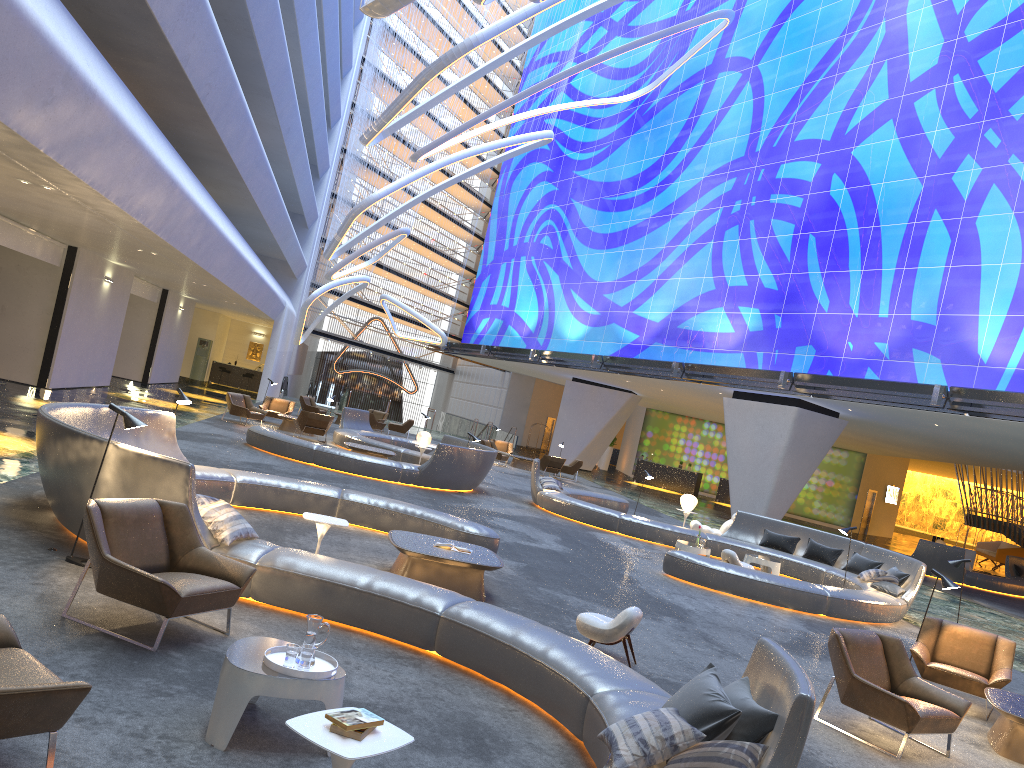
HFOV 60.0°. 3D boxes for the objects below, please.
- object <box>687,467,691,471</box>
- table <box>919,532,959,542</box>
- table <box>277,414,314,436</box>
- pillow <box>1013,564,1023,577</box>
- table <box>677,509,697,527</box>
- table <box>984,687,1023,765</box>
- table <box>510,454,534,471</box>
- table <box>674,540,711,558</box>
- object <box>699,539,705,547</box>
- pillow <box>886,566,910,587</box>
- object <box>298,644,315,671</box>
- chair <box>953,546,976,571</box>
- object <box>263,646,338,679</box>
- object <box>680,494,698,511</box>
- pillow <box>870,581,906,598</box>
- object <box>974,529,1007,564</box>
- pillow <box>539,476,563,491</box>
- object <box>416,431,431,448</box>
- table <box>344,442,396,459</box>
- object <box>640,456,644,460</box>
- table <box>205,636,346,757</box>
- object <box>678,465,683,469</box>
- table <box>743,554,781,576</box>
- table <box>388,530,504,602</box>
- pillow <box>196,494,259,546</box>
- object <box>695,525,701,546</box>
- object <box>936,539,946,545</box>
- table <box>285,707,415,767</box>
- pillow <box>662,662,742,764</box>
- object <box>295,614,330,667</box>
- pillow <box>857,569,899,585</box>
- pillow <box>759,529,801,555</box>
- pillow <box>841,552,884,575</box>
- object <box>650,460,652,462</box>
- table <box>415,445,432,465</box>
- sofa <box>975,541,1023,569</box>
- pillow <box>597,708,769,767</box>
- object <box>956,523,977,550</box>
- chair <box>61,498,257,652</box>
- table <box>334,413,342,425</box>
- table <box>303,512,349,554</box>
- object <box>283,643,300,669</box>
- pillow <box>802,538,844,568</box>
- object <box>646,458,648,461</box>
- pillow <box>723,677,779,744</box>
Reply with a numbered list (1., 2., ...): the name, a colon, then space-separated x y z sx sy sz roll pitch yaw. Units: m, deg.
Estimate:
1. object: 8.146 3.906 40.752 0.150 0.145 0.150 13 -1 23
2. table: 19.141 7.204 39.896 1.237 0.727 2.315 12 -2 37
3. table: -6.057 1.171 25.053 1.204 0.392 1.202 13 -2 -11
4. pillow: 16.166 5.938 28.056 0.771 0.369 0.294 14 -1 -31
5. table: 3.900 3.174 20.127 0.419 0.595 0.426 13 -1 -36
6. table: 4.758 3.105 7.744 1.199 0.392 1.207 12 -2 25
7. table: 0.461 2.872 32.044 1.204 0.392 1.202 13 -2 -10
8. table: 2.984 2.926 15.116 0.668 0.406 0.676 12 -2 42
9. object: 3.247 2.719 15.136 0.071 0.118 0.151 13 -1 0
10. pillow: 6.554 3.337 15.265 0.317 0.366 0.776 13 -1 6
11. object: -1.059 1.407 4.555 0.071 0.118 0.070 13 0 -43
12. chair: 14.215 5.645 28.110 0.726 0.882 1.161 12 -1 34
13. object: -1.097 1.445 4.607 0.382 0.038 0.380 13 -2 -19
14. object: 3.993 2.690 20.077 0.368 0.387 0.317 13 -1 -28
15. pillow: 6.073 3.307 14.294 0.443 0.207 0.445 12 -2 41
16. object: 21.877 7.372 40.519 1.205 1.664 0.476 13 0 -1
17. pillow: 0.834 2.218 19.862 0.692 0.262 0.877 13 -2 -2
18. object: -2.133 1.333 21.398 0.367 0.387 0.318 13 -1 -3
19. table: -3.268 1.657 20.176 1.204 0.392 1.202 13 -2 -10
20. object: 6.125 3.473 41.727 0.149 0.150 0.150 13 -1 24
21. table: -1.220 1.647 4.700 0.672 0.406 0.672 13 -1 -14
22. object: 7.775 3.826 40.900 0.150 0.145 0.150 13 -1 23
23. table: 4.362 3.257 15.667 0.672 0.406 0.672 13 -1 9
24. table: -0.740 1.897 9.250 1.204 0.392 1.202 13 -2 -10
25. pillow: -2.411 1.090 7.275 0.874 0.262 0.695 11 -2 42
26. object: 3.171 2.576 15.023 0.066 0.356 0.076 13 0 -43
27. object: 13.445 5.085 27.851 0.318 0.387 0.367 13 -1 -3
28. table: -0.696 1.611 3.398 0.426 0.595 0.419 13 -1 33
29. pillow: 0.957 1.705 4.581 0.315 0.386 0.785 13 -1 5
30. object: -1.046 1.345 4.652 0.131 0.252 0.103 13 0 -28
31. pillow: 6.363 3.340 15.332 0.874 0.262 0.695 11 -2 45
32. pillow: 5.293 3.136 17.588 0.766 0.369 0.296 12 -1 34
33. pillow: 6.448 3.341 16.295 0.316 0.386 0.783 13 -1 -19
34. object: 6.513 3.596 41.543 0.072 0.070 0.073 13 -1 24
35. table: -2.208 1.821 21.436 0.418 0.595 0.427 13 0 -11
36. sofa: 20.622 7.250 37.560 1.060 1.180 3.424 13 -2 15
37. pillow: 0.791 1.751 4.256 0.871 0.280 0.687 12 -2 27
38. object: 20.856 7.145 40.706 0.474 1.664 1.210 13 0 44
39. chair: -2.350 1.243 5.917 0.936 0.766 0.932 12 -1 23
40. table: -6.158 1.413 33.691 1.202 0.392 1.204 13 -2 8
41. table: -1.755 1.512 8.043 0.418 0.595 0.427 13 0 -14
42. object: -1.127 1.391 4.516 0.071 0.118 0.071 13 0 -28
43. pillow: 5.967 3.250 17.078 0.282 0.417 0.756 13 -1 -42
44. object: 6.340 3.540 41.626 0.107 0.108 0.111 13 -1 24
45. pillow: 1.144 1.775 4.653 0.295 0.369 0.769 13 -1 2
